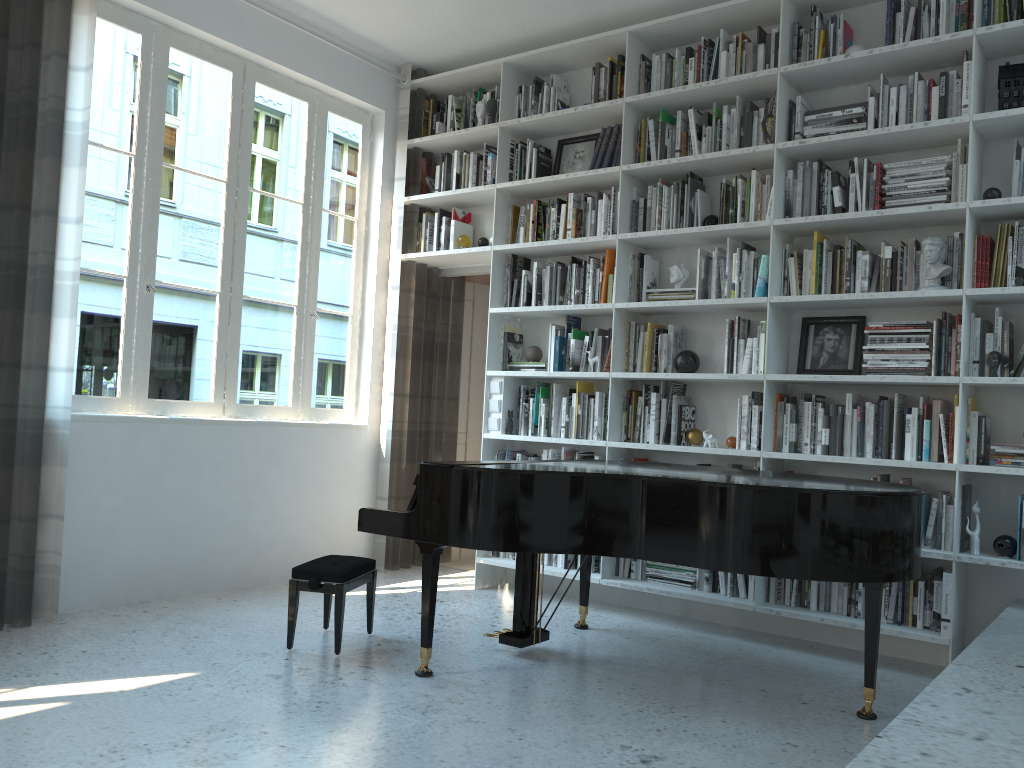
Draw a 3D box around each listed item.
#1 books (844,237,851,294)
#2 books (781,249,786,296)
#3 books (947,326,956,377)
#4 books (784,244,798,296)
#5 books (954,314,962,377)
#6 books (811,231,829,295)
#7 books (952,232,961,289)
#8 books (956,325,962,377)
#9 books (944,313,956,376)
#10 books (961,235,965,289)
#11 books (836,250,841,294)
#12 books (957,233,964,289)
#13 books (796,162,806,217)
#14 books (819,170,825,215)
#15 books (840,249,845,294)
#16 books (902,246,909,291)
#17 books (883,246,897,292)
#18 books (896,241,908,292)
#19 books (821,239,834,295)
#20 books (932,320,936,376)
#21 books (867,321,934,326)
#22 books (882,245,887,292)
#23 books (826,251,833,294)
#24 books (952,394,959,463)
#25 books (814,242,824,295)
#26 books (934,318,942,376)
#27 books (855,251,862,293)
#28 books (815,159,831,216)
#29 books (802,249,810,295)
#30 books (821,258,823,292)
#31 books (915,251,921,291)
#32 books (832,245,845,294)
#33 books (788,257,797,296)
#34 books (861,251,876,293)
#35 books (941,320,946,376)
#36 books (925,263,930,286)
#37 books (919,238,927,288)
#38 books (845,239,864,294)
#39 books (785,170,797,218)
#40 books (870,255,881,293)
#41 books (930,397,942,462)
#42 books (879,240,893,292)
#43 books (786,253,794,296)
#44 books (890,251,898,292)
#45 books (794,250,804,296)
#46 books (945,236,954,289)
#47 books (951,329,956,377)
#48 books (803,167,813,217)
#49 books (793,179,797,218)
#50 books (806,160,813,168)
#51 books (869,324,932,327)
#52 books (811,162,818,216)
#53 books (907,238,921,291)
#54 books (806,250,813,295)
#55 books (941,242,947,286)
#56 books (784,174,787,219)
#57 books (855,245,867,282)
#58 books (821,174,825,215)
[{"bbox_3d":[1.602,-0.536,4.188,0.013,0.283,0.177,2,-2,36],"label":"books"},{"bbox_3d":[1.363,-0.526,4.377,0.012,0.254,0.161,2,-2,36],"label":"books"},{"bbox_3d":[1.951,-0.134,3.924,0.013,0.232,0.134,2,-2,36],"label":"books"},{"bbox_3d":[1.378,-0.539,4.378,0.010,0.282,0.140,2,-2,36],"label":"books"},{"bbox_3d":[1.967,-0.158,3.890,0.011,0.279,0.186,2,-2,36],"label":"books"},{"bbox_3d":[1.479,-0.556,4.252,0.014,0.317,0.188,2,-2,36],"label":"books"},{"bbox_3d":[1.979,-0.524,3.929,0.025,0.279,0.108,2,-2,36],"label":"books"},{"bbox_3d":[1.978,-0.133,3.868,0.034,0.229,0.199,2,-2,36],"label":"books"},{"bbox_3d":[1.939,-0.162,3.927,0.011,0.288,0.152,2,-2,36],"label":"books"},{"bbox_3d":[2.002,-0.514,3.906,0.014,0.261,0.137,2,-2,36],"label":"books"},{"bbox_3d":[1.570,-0.508,4.210,0.012,0.228,0.169,2,-2,36],"label":"books"},{"bbox_3d":[1.984,-0.518,3.905,0.014,0.266,0.154,2,-2,36],"label":"books"},{"bbox_3d":[1.434,-0.914,4.334,0.026,0.297,0.179,2,-2,36],"label":"books"},{"bbox_3d":[1.514,-0.890,4.280,0.011,0.252,0.153,2,-2,36],"label":"books"},{"bbox_3d":[1.590,-0.512,4.205,0.025,0.236,0.137,2,-2,36],"label":"books"},{"bbox_3d":[1.816,-0.503,4.049,0.025,0.230,0.143,2,-2,36],"label":"books"},{"bbox_3d":[1.745,-0.503,4.067,0.029,0.224,0.185,2,-2,36],"label":"books"},{"bbox_3d":[1.780,-0.513,4.031,0.012,0.245,0.186,2,-2,36],"label":"books"},{"bbox_3d":[1.516,-0.537,4.241,0.010,0.280,0.170,2,-2,36],"label":"books"},{"bbox_3d":[1.896,-0.147,3.948,0.012,0.254,0.161,2,-2,36],"label":"books"},{"bbox_3d":[1.778,-0.270,4.044,0.254,0.012,0.161,1,-3,40],"label":"books"},{"bbox_3d":[1.736,-0.508,4.087,0.010,0.234,0.175,2,-2,36],"label":"books"},{"bbox_3d":[1.542,-0.509,4.249,0.024,0.228,0.147,2,-2,36],"label":"books"},{"bbox_3d":[1.958,0.198,3.892,0.011,0.300,0.149,2,-2,36],"label":"books"},{"bbox_3d":[1.488,-0.531,4.242,0.015,0.266,0.189,2,-2,36],"label":"books"},{"bbox_3d":[1.904,-0.150,3.938,0.011,0.260,0.184,2,-2,36],"label":"books"},{"bbox_3d":[1.647,-0.501,4.153,0.024,0.216,0.175,2,-2,36],"label":"books"},{"bbox_3d":[1.505,-0.914,4.285,0.011,0.300,0.179,2,-2,36],"label":"books"},{"bbox_3d":[1.451,-0.521,4.316,0.026,0.248,0.139,2,-2,36],"label":"books"},{"bbox_3d":[1.517,-0.518,4.261,0.010,0.244,0.149,2,-2,36],"label":"books"},{"bbox_3d":[1.853,-0.491,4.018,0.022,0.206,0.114,2,-2,36],"label":"books"},{"bbox_3d":[1.567,-0.523,4.239,0.028,0.259,0.134,2,-2,36],"label":"books"},{"bbox_3d":[1.395,-0.503,4.330,0.053,0.208,0.156,2,-2,36],"label":"books"},{"bbox_3d":[1.669,-0.500,4.138,0.030,0.215,0.168,2,-2,36],"label":"books"},{"bbox_3d":[1.929,-0.147,3.934,0.013,0.256,0.163,2,-2,36],"label":"books"},{"bbox_3d":[1.889,-0.488,3.981,0.035,0.201,0.149,2,-2,36],"label":"books"},{"bbox_3d":[1.869,-0.517,4.001,0.024,0.259,0.126,2,-2,36],"label":"books"},{"bbox_3d":[1.610,-0.528,4.165,0.027,0.267,0.190,2,-2,36],"label":"books"},{"bbox_3d":[1.392,-0.900,4.367,0.026,0.267,0.171,2,-2,36],"label":"books"},{"bbox_3d":[1.708,-0.490,4.124,0.050,0.199,0.146,2,-2,36],"label":"books"},{"bbox_3d":[1.890,0.205,3.952,0.010,0.284,0.132,2,-2,36],"label":"books"},{"bbox_3d":[1.730,-0.520,4.098,0.014,0.258,0.161,2,-2,36],"label":"books"},{"bbox_3d":[1.385,-0.515,4.370,0.011,0.235,0.142,2,-2,36],"label":"books"},{"bbox_3d":[1.769,-0.491,4.051,0.029,0.200,0.178,2,-2,36],"label":"books"},{"bbox_3d":[1.418,-0.519,4.329,0.042,0.242,0.162,2,-2,36],"label":"books"},{"bbox_3d":[1.952,-0.515,3.935,0.025,0.259,0.130,2,-2,36],"label":"books"},{"bbox_3d":[1.963,-0.126,3.913,0.021,0.217,0.132,2,-2,36],"label":"books"},{"bbox_3d":[1.460,-0.898,4.305,0.025,0.266,0.185,2,-2,36],"label":"books"},{"bbox_3d":[1.421,-0.879,4.363,0.027,0.228,0.147,2,-2,36],"label":"books"},{"bbox_3d":[1.461,-0.921,4.338,0.014,0.313,0.133,2,-2,36],"label":"books"},{"bbox_3d":[1.778,-0.257,4.046,0.254,0.012,0.161,1,-3,33],"label":"books"},{"bbox_3d":[1.493,-0.911,4.303,0.029,0.295,0.151,2,-2,36],"label":"books"},{"bbox_3d":[1.826,-0.518,4.020,0.025,0.258,0.150,2,-2,36],"label":"books"},{"bbox_3d":[1.469,-0.516,4.295,0.029,0.240,0.155,2,-2,36],"label":"books"},{"bbox_3d":[1.943,-0.506,3.963,0.021,0.242,0.103,2,-2,36],"label":"books"},{"bbox_3d":[1.382,-0.893,4.387,0.012,0.254,0.161,2,-2,36],"label":"books"},{"bbox_3d":[1.641,-0.518,4.175,0.011,0.251,0.130,2,-2,36],"label":"books"},{"bbox_3d":[1.523,-0.880,4.273,0.014,0.233,0.147,2,-2,36],"label":"books"}]
